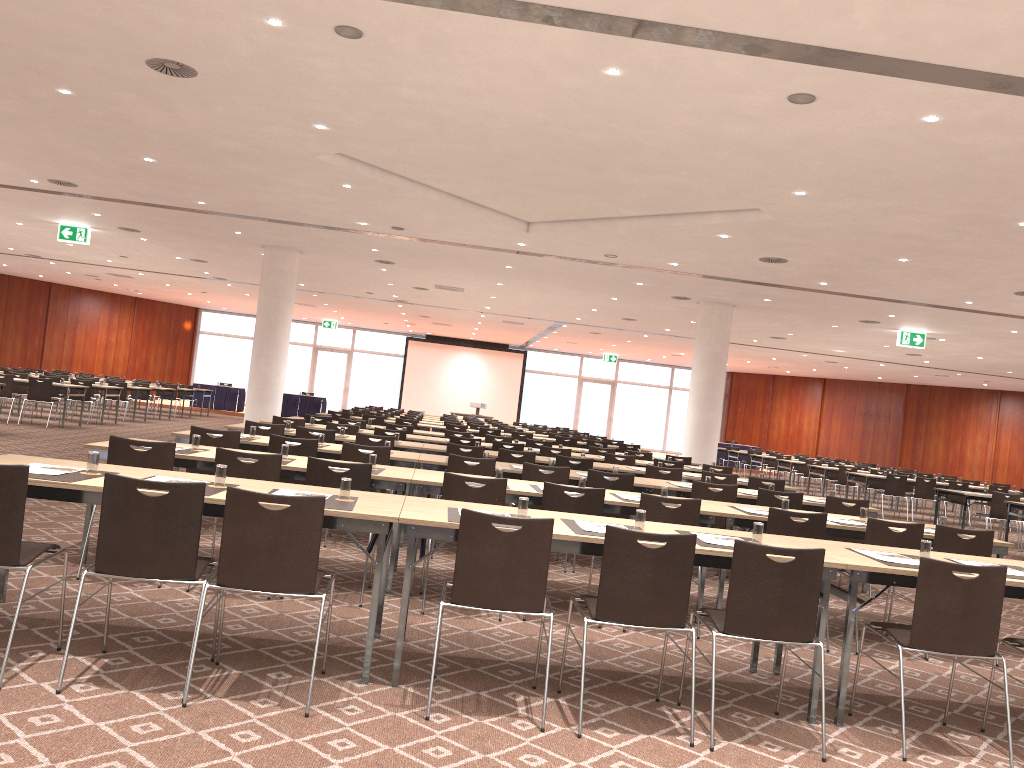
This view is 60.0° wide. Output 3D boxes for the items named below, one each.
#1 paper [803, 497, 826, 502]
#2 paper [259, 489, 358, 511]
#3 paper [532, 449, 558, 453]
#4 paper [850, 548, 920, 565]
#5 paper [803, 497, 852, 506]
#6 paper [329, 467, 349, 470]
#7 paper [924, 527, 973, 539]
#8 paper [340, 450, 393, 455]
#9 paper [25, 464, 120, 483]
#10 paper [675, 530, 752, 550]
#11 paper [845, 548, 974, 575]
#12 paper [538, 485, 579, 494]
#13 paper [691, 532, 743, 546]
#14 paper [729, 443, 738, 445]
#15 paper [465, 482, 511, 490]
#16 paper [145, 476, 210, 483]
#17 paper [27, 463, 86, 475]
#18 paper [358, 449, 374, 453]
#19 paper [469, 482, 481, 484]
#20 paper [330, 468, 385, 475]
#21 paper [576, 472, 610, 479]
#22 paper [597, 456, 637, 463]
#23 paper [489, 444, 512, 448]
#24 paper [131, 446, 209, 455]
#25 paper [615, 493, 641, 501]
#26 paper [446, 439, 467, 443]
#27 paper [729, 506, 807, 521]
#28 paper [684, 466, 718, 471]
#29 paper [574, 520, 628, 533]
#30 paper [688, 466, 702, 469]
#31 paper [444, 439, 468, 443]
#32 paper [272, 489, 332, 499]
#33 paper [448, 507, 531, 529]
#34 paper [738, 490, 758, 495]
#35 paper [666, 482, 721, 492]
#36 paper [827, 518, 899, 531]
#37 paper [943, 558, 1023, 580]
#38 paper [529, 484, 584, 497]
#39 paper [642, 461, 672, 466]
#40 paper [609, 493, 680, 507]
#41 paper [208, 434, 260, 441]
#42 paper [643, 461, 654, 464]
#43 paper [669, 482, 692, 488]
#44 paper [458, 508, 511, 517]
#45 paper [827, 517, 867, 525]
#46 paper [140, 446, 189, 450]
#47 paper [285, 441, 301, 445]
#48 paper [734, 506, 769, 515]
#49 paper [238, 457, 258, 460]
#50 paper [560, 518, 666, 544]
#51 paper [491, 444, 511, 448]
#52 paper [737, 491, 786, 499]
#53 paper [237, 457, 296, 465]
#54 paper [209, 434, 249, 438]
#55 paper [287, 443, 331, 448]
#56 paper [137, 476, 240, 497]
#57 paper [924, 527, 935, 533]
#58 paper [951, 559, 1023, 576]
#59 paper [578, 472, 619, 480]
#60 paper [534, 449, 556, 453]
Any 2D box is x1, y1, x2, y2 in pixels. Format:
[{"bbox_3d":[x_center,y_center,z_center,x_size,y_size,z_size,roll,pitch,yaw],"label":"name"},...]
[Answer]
[{"bbox_3d":[3.070,1.173,9.008,0.283,0.006,0.398,7,-1,-7],"label":"paper"},{"bbox_3d":[-1.042,0.598,4.594,0.460,0.003,0.565,7,-1,-7],"label":"paper"},{"bbox_3d":[0.529,0.976,12.758,0.460,0.003,0.565,7,-1,-5],"label":"paper"},{"bbox_3d":[2.113,0.965,4.938,0.283,0.006,0.398,7,-1,-5],"label":"paper"},{"bbox_3d":[3.139,1.184,8.959,0.460,0.003,0.565,7,-1,-1],"label":"paper"},{"bbox_3d":[-1.279,0.616,6.642,0.283,0.006,0.398,7,-1,-3],"label":"paper"},{"bbox_3d":[3.295,1.154,6.964,0.460,0.003,0.565,7,-1,-1],"label":"paper"},{"bbox_3d":[-1.400,0.653,8.588,0.460,0.003,0.565,7,-1,-4],"label":"paper"},{"bbox_3d":[-2.329,0.447,4.481,0.460,0.003,0.565,7,-1,-1],"label":"paper"},{"bbox_3d":[1.173,0.858,4.810,0.460,0.003,0.565,7,-1,-3],"label":"paper"},{"bbox_3d":[2.173,0.974,4.888,0.460,0.003,0.565,7,-1,-2],"label":"paper"},{"bbox_3d":[0.352,0.807,6.787,0.283,0.006,0.398,7,-1,-4],"label":"paper"},{"bbox_3d":[1.156,0.852,4.841,0.283,0.006,0.398,7,-1,-1],"label":"paper"},{"bbox_3d":[8.233,2.211,32.499,0.460,0.003,0.565,7,-1,-5],"label":"paper"},{"bbox_3d":[-0.260,0.738,6.661,0.460,0.003,0.565,7,-1,-4],"label":"paper"},{"bbox_3d":[-1.769,0.511,4.611,0.283,0.006,0.398,7,-1,-2],"label":"paper"},{"bbox_3d":[-2.404,0.436,4.562,0.283,0.006,0.398,7,-1,-4],"label":"paper"},{"bbox_3d":[-1.434,0.647,8.643,0.283,0.006,0.398,7,-1,-7],"label":"paper"},{"bbox_3d":[-0.328,0.728,6.739,0.283,0.006,0.398,7,-1,-3],"label":"paper"},{"bbox_3d":[-1.202,0.628,6.615,0.460,0.003,0.565,7,-1,-1],"label":"paper"},{"bbox_3d":[0.798,0.907,8.808,0.283,0.006,0.398,7,-1,-5],"label":"paper"},{"bbox_3d":[1.510,1.090,12.820,0.460,0.003,0.565,7,-1,-5],"label":"paper"},{"bbox_3d":[-0.099,0.902,12.686,0.460,0.003,0.565,7,-1,-3],"label":"paper"},{"bbox_3d":[-2.521,0.474,6.502,0.460,0.003,0.565,7,-1,-3],"label":"paper"},{"bbox_3d":[0.972,0.880,6.840,0.283,0.006,0.398,7,-1,-5],"label":"paper"},{"bbox_3d":[-0.793,0.819,12.715,0.283,0.006,0.398,7,-1,-6],"label":"paper"},{"bbox_3d":[1.970,0.999,6.852,0.460,0.003,0.565,7,-1,-3],"label":"paper"},{"bbox_3d":[2.776,1.238,12.909,0.460,0.003,0.565,7,-1,-4],"label":"paper"},{"bbox_3d":[0.500,0.776,4.784,0.283,0.006,0.398,7,-1,-4],"label":"paper"},{"bbox_3d":[2.761,1.234,13.000,0.283,0.006,0.398,7,-1,-3],"label":"paper"},{"bbox_3d":[-0.727,0.829,12.636,0.460,0.003,0.565,7,-1,-7],"label":"paper"},{"bbox_3d":[-1.115,0.587,4.667,0.283,0.006,0.398,7,-1,-3],"label":"paper"},{"bbox_3d":[-0.107,0.707,4.655,0.460,0.003,0.565,7,-1,-4],"label":"paper"},{"bbox_3d":[2.423,1.097,8.944,0.283,0.006,0.398,7,-1,-8],"label":"paper"},{"bbox_3d":[1.831,1.031,8.844,0.460,0.003,0.565,7,-1,-5],"label":"paper"},{"bbox_3d":[2.651,1.078,6.888,0.460,0.003,0.565,7,-1,-5],"label":"paper"},{"bbox_3d":[2.772,1.044,4.935,0.460,0.003,0.565,7,-1,-2],"label":"paper"},{"bbox_3d":[0.387,0.813,6.718,0.460,0.003,0.565,7,-1,-6],"label":"paper"},{"bbox_3d":[2.168,1.168,12.902,0.460,0.003,0.565,7,-1,-6],"label":"paper"},{"bbox_3d":[1.020,0.888,6.779,0.460,0.003,0.565,7,-1,-5],"label":"paper"},{"bbox_3d":[-2.676,0.504,8.461,0.460,0.003,0.565,7,-1,-5],"label":"paper"},{"bbox_3d":[2.086,1.155,12.941,0.283,0.006,0.398,7,-1,-4],"label":"paper"},{"bbox_3d":[1.760,1.020,8.906,0.283,0.006,0.398,7,-1,-4],"label":"paper"},{"bbox_3d":[-0.140,0.701,4.732,0.283,0.006,0.398,7,-1,-6],"label":"paper"},{"bbox_3d":[2.578,1.067,6.950,0.283,0.006,0.398,7,-1,-4],"label":"paper"},{"bbox_3d":[-2.568,0.466,6.566,0.283,0.006,0.398,7,-1,-3],"label":"paper"},{"bbox_3d":[-2.074,0.572,8.595,0.283,0.006,0.398,7,-1,-6],"label":"paper"},{"bbox_3d":[1.930,0.991,6.900,0.283,0.006,0.398,7,-1,-5],"label":"paper"},{"bbox_3d":[-1.938,0.540,6.615,0.283,0.006,0.398,7,-1,-4],"label":"paper"},{"bbox_3d":[0.523,0.781,4.736,0.460,0.003,0.565,7,-1,-5],"label":"paper"},{"bbox_3d":[-0.157,0.893,12.770,0.283,0.006,0.398,7,-1,-1],"label":"paper"},{"bbox_3d":[2.479,1.107,8.896,0.460,0.003,0.565,7,-1,-3],"label":"paper"},{"bbox_3d":[-1.863,0.551,6.546,0.460,0.003,0.565,7,-1,-6],"label":"paper"},{"bbox_3d":[-2.716,0.497,8.539,0.283,0.006,0.398,7,-1,-3],"label":"paper"},{"bbox_3d":[-2.030,0.580,8.562,0.460,0.003,0.565,7,-1,-2],"label":"paper"},{"bbox_3d":[-1.704,0.521,4.552,0.460,0.003,0.565,7,-1,-2],"label":"paper"},{"bbox_3d":[3.227,1.143,7.009,0.283,0.006,0.398,7,-1,-5],"label":"paper"},{"bbox_3d":[2.716,1.035,4.988,0.283,0.006,0.398,7,-1,-6],"label":"paper"},{"bbox_3d":[0.884,0.920,8.779,0.460,0.003,0.565,7,-1,-2],"label":"paper"},{"bbox_3d":[0.470,0.966,12.805,0.283,0.006,0.398,7,-1,-5],"label":"paper"}]
